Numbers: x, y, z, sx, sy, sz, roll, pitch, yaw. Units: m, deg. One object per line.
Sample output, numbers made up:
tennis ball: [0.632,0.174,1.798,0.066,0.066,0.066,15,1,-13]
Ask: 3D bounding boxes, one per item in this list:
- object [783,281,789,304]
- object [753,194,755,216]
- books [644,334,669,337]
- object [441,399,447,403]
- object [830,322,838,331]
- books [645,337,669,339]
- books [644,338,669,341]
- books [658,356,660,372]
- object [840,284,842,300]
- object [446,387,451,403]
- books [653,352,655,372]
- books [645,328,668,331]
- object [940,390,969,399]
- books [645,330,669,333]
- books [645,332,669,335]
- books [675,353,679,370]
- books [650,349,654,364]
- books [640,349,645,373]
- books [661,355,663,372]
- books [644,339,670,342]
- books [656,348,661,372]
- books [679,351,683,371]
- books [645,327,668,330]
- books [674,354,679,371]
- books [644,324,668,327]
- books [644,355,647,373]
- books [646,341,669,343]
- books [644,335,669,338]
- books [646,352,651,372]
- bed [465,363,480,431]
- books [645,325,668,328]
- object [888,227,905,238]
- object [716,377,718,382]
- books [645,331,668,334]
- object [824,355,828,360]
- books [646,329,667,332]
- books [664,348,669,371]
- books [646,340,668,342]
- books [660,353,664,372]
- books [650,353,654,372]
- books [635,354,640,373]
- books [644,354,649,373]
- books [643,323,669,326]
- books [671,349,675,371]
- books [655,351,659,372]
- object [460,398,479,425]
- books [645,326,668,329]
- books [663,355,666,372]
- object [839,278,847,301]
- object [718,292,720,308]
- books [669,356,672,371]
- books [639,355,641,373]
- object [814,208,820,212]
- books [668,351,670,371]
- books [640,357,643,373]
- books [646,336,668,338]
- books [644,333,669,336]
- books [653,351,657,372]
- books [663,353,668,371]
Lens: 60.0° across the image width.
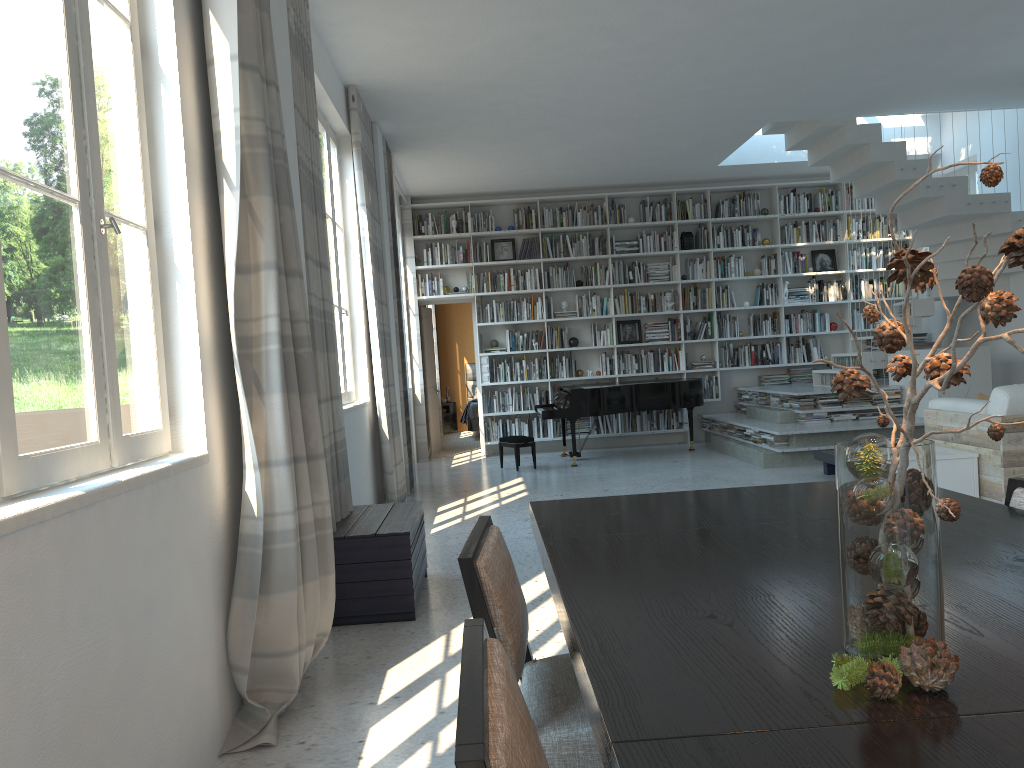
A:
object: [3.380,-1.125,10.953,0.087,0.288,0.075,-2,2,33]
object: [3.005,-2.216,11.073,0.006,0.298,0.129,-4,2,-2]
books: [1.807,-0.607,11.089,0.285,0.012,0.159,-4,1,-1]
object: [-1.168,0.296,15.169,0.118,0.061,0.118,-4,2,6]
object: [4.024,-0.717,11.124,0.115,0.116,0.115,-4,2,-24]
books: [1.809,-0.572,11.081,0.285,0.012,0.159,-4,1,3]
books: [1.810,-0.560,11.091,0.285,0.012,0.159,-4,1,-3]
books: [1.823,-0.253,11.100,0.021,0.203,0.128,-4,2,-2]
object: [4.108,-1.140,11.134,0.022,0.212,0.178,-4,2,-2]
object: [-1.101,0.186,15.266,0.091,0.268,0.091,-2,3,44]
books: [1.768,-0.274,11.100,0.011,0.252,0.158,-4,2,-2]
books: [1.802,-0.679,11.082,0.254,0.012,0.161,-4,1,-5]
object: [3.431,0.284,6.944,0.309,0.522,0.435,-3,2,28]
books: [1.804,-0.655,11.078,0.285,0.012,0.159,-4,1,3]
books: [1.806,-0.631,11.078,0.285,0.012,0.159,-4,1,3]
books: [2.066,-0.275,11.090,0.011,0.216,0.166,-4,2,-2]
books: [1.754,-0.291,11.106,0.014,0.286,0.134,-4,2,-2]
books: [1.629,-0.285,11.088,0.026,0.292,0.152,-4,2,-2]
books: [1.858,-0.257,11.088,0.024,0.207,0.183,-4,2,-2]
books: [1.811,-0.548,11.081,0.285,0.012,0.159,-4,1,-7]
books: [1.837,-0.301,11.088,0.012,0.297,0.177,-4,2,-2]
books: [2.098,-0.292,11.085,0.033,0.246,0.176,-4,2,-2]
books: [1.802,-0.691,11.079,0.254,0.012,0.161,-4,1,-6]
books: [2.039,-0.271,11.088,0.042,0.212,0.169,-4,2,-2]
books: [1.799,-0.728,11.082,0.285,0.012,0.159,-4,1,0]
books: [1.656,-0.251,11.099,0.025,0.220,0.140,-4,2,-2]
books: [1.812,-0.524,11.085,0.254,0.012,0.161,-4,1,-6]
books: [1.807,-0.595,11.092,0.285,0.012,0.159,-4,1,-2]
books: [1.710,-0.272,11.108,0.025,0.254,0.136,-4,2,-2]
bed: [0.137,0.200,14.413,1.770,1.180,2.173,-4,2,-2]
books: [1.800,-0.716,11.078,0.254,0.012,0.161,-4,1,-6]
object: [4.769,-1.879,11.006,0.203,0.137,0.095,-3,2,14]
object: [2.554,0.047,11.050,0.011,0.260,0.142,-4,2,-2]
books: [1.805,-0.643,11.079,0.254,0.012,0.161,-4,1,-7]
object: [3.943,-0.324,11.158,0.071,0.072,0.071,-5,2,-43]
books: [1.803,-0.667,11.082,0.254,0.012,0.161,-4,1,1]
books: [1.935,-0.306,11.099,0.014,0.294,0.137,-4,2,-2]
books: [1.811,-0.536,11.089,0.254,0.012,0.161,-4,1,0]
books: [1.876,-0.273,11.099,0.014,0.235,0.154,-4,2,-2]
books: [1.736,-0.268,11.082,0.026,0.245,0.191,-4,2,-2]
books: [1.567,-0.254,11.076,0.029,0.238,0.165,-4,2,-2]
books: [1.683,-0.261,11.092,0.031,0.237,0.158,-4,2,-2]
books: [1.799,-0.740,11.074,0.285,0.012,0.159,-4,1,-7]
books: [2.003,-0.299,11.097,0.026,0.272,0.175,-4,2,-2]
books: [1.798,-0.282,11.083,0.028,0.264,0.161,-4,2,-2]
object: [-0.111,0.326,14.359,1.481,0.541,1.450,-4,1,-2]
books: [1.801,-0.704,11.081,0.254,0.012,0.161,-4,1,-5]
books: [1.896,-0.258,11.088,0.023,0.204,0.167,-4,2,-2]
object: [4.109,-1.172,10.995,0.087,0.288,0.075,-2,2,33]
object: [2.571,-1.039,11.095,0.013,0.208,0.140,-4,2,-2]
books: [1.971,-0.252,11.086,0.023,0.183,0.169,-4,2,-2]
books: [1.588,-0.251,11.087,0.013,0.230,0.138,-4,2,-2]
object: [3.782,-2.151,11.002,0.071,0.072,0.071,-5,2,-43]
books: [1.950,-0.288,11.108,0.014,0.256,0.145,-4,2,-2]
books: [1.608,-0.236,11.076,0.023,0.196,0.165,-4,2,-2]
books: [1.808,-0.584,11.081,0.254,0.012,0.161,-4,1,-7]
books: [1.806,-0.619,11.086,0.285,0.012,0.159,-4,1,0]
books: [1.779,-0.279,11.090,0.010,0.261,0.181,-4,2,-2]
books: [1.918,-0.275,11.088,0.023,0.234,0.174,-4,2,-2]
